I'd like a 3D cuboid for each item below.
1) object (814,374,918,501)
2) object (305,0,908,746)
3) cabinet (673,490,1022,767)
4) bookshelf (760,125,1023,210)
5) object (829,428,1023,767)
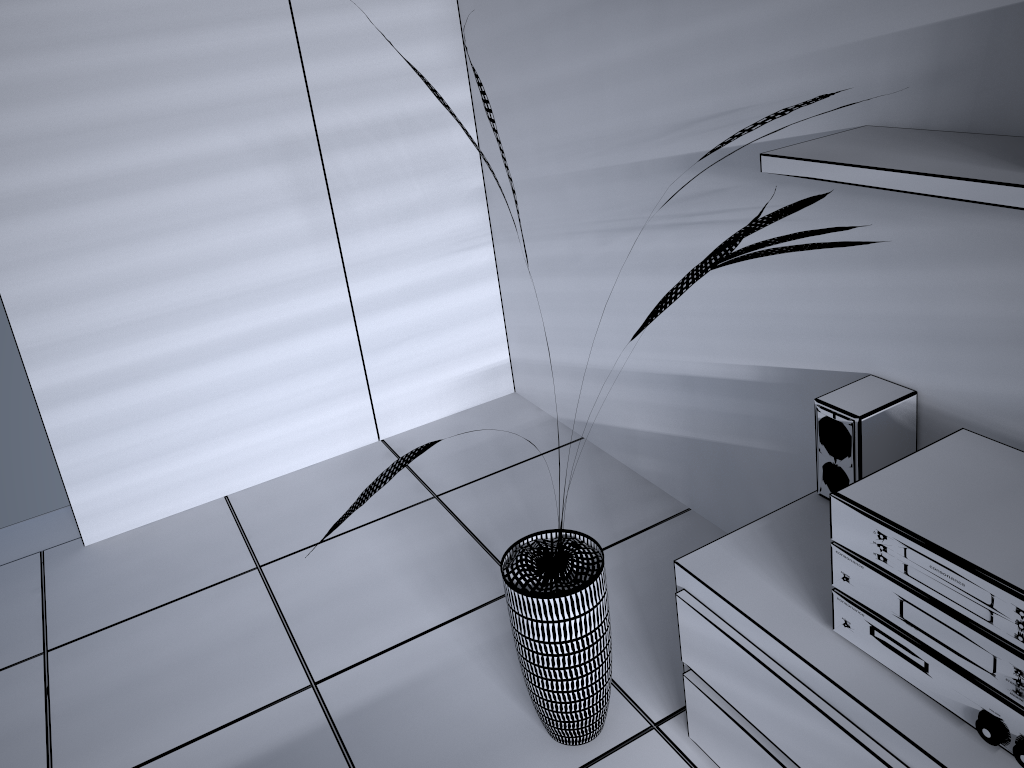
[{"bbox_3d":[0.742,0.128,1.854,0.179,0.223,0.122,-18,22,-24],"label":"object"},{"bbox_3d":[0.147,0.026,1.714,1.173,1.531,0.259,-6,19,6],"label":"object"},{"bbox_3d":[1.118,0.827,0.971,0.581,0.434,2.325,-18,25,-23],"label":"cabinet"},{"bbox_3d":[1.217,-0.201,0.425,0.331,1.208,2.885,-17,24,-23],"label":"bookshelf"},{"bbox_3d":[0.769,0.319,1.351,0.351,0.260,0.440,-18,24,-23],"label":"object"}]
